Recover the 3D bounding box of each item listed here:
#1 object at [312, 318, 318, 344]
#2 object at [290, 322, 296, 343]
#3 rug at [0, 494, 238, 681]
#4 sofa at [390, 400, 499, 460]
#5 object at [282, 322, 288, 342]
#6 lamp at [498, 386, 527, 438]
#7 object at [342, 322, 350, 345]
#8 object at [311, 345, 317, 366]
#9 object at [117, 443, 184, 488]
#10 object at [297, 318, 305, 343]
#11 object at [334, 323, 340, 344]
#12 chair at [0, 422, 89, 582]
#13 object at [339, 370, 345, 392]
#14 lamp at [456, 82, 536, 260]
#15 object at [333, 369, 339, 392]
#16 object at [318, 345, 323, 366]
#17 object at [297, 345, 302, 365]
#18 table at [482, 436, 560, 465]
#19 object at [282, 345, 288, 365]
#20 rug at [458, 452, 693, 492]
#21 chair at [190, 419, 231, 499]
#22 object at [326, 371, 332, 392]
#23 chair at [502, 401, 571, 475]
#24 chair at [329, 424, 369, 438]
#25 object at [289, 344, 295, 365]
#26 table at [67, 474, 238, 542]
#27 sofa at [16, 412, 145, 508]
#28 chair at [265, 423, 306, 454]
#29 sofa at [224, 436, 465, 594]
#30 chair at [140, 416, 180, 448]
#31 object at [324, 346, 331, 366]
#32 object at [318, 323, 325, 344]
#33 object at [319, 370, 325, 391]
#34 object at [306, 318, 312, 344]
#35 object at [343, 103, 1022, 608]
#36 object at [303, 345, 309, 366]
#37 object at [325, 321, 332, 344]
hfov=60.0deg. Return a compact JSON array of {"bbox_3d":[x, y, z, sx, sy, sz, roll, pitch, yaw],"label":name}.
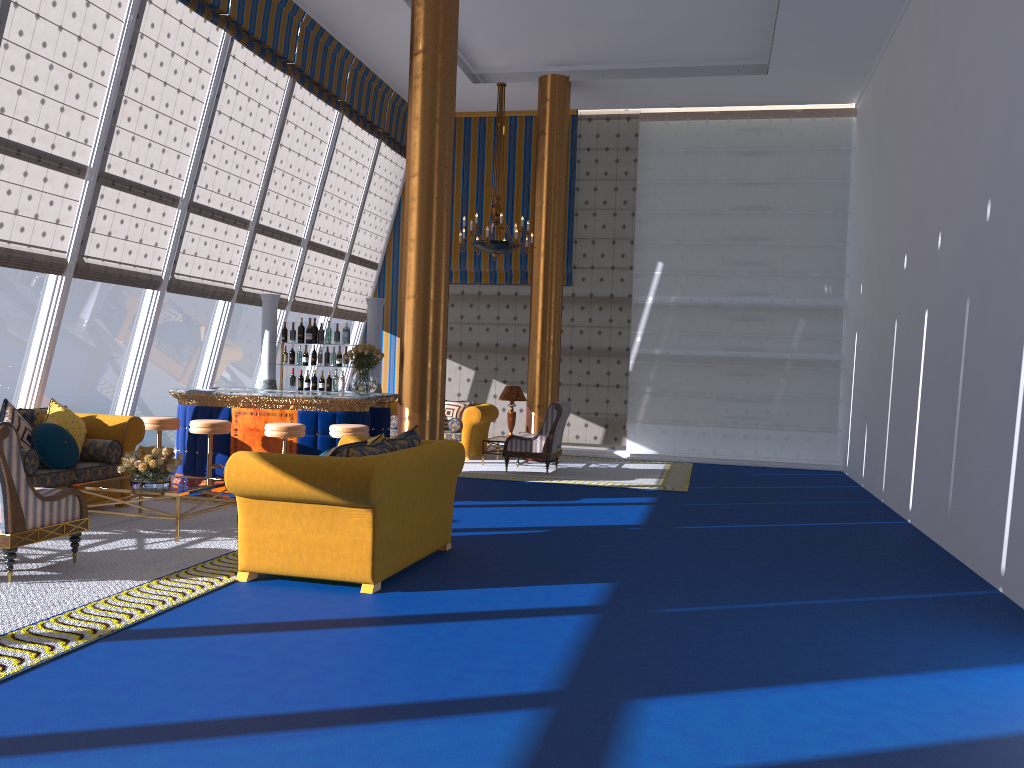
[{"bbox_3d":[-2.332,-0.629,10.473,0.080,0.303,0.082,3,2,29],"label":"object"},{"bbox_3d":[-2.608,-0.614,10.566,0.073,0.246,0.072,1,2,-28],"label":"object"},{"bbox_3d":[-3.526,1.176,5.833,3.576,0.010,6.283,2,1,13],"label":"rug"},{"bbox_3d":[-1.232,0.708,14.069,1.838,0.854,1.016,2,1,14],"label":"sofa"},{"bbox_3d":[-2.699,-0.617,10.541,0.065,0.244,0.066,3,2,16],"label":"object"},{"bbox_3d":[-0.001,0.423,13.328,0.447,0.783,0.446,2,1,-3],"label":"lamp"},{"bbox_3d":[-1.955,-0.597,10.469,0.092,0.259,0.091,2,1,-4],"label":"object"},{"bbox_3d":[-2.334,-0.341,10.462,0.065,0.244,0.065,2,1,-6],"label":"object"},{"bbox_3d":[-2.901,0.656,7.152,0.456,0.388,0.502,2,1,-6],"label":"object"},{"bbox_3d":[-2.489,-0.634,10.481,0.081,0.303,0.082,3,2,18],"label":"object"},{"bbox_3d":[-2.060,-0.592,10.450,0.073,0.246,0.072,1,2,-28],"label":"object"},{"bbox_3d":[-3.284,0.690,5.599,0.790,0.967,0.787,2,1,13],"label":"chair"},{"bbox_3d":[-2.008,-0.035,10.502,0.061,0.258,0.061,2,2,13],"label":"object"},{"bbox_3d":[-0.188,-2.915,12.214,1.063,2.422,1.055,2,1,-10],"label":"lamp"},{"bbox_3d":[-2.085,-0.042,10.508,0.069,0.269,0.068,1,2,-27],"label":"object"},{"bbox_3d":[-2.257,-0.335,10.449,0.057,0.239,0.056,2,2,-13],"label":"object"},{"bbox_3d":[-2.509,-0.340,10.480,0.059,0.230,0.058,1,2,-28],"label":"object"},{"bbox_3d":[0.147,1.008,13.121,0.970,0.369,0.910,2,1,12],"label":"table"},{"bbox_3d":[-2.678,-0.343,10.475,0.066,0.225,0.065,2,2,-18],"label":"object"},{"bbox_3d":[-0.520,1.169,13.147,6.229,0.011,3.608,2,1,12],"label":"rug"},{"bbox_3d":[-3.036,0.753,8.907,0.402,0.782,0.394,1,2,-39],"label":"chair"},{"bbox_3d":[-2.162,-0.034,10.492,0.065,0.244,0.065,2,1,-6],"label":"object"},{"bbox_3d":[0.352,0.718,12.167,0.780,0.967,0.797,2,1,13],"label":"chair"},{"bbox_3d":[-1.661,0.802,8.998,0.401,0.782,0.396,2,1,-17],"label":"chair"},{"bbox_3d":[-2.597,-0.351,10.484,0.065,0.244,0.065,2,1,-6],"label":"object"},{"bbox_3d":[-2.897,0.990,7.262,0.970,0.369,0.910,2,1,12],"label":"table"},{"bbox_3d":[-4.165,0.692,7.615,0.997,0.854,1.854,2,1,13],"label":"sofa"},{"bbox_3d":[-2.271,0.782,8.842,0.402,0.782,0.394,1,2,-28],"label":"chair"},{"bbox_3d":[-1.088,0.842,6.254,1.006,0.854,1.856,2,1,14],"label":"sofa"},{"bbox_3d":[-3.637,0.726,9.135,0.402,0.782,0.394,1,2,-39],"label":"chair"},{"bbox_3d":[-2.178,-0.328,10.464,0.072,0.232,0.071,2,1,-9],"label":"object"},{"bbox_3d":[-2.249,-0.596,10.457,0.077,0.248,0.075,1,2,-24],"label":"object"},{"bbox_3d":[-2.246,-0.040,10.488,0.069,0.244,0.068,2,1,-6],"label":"object"},{"bbox_3d":[-2.386,-0.629,10.459,0.085,0.303,0.085,2,1,7],"label":"object"},{"bbox_3d":[-0.343,-6.924,7.417,62.850,33.611,63.683,2,1,19],"label":"object"},{"bbox_3d":[-2.431,-0.341,10.466,0.069,0.244,0.068,2,1,-6],"label":"object"},{"bbox_3d":[-2.156,-0.606,10.431,0.068,0.271,0.070,3,2,23],"label":"object"}]
